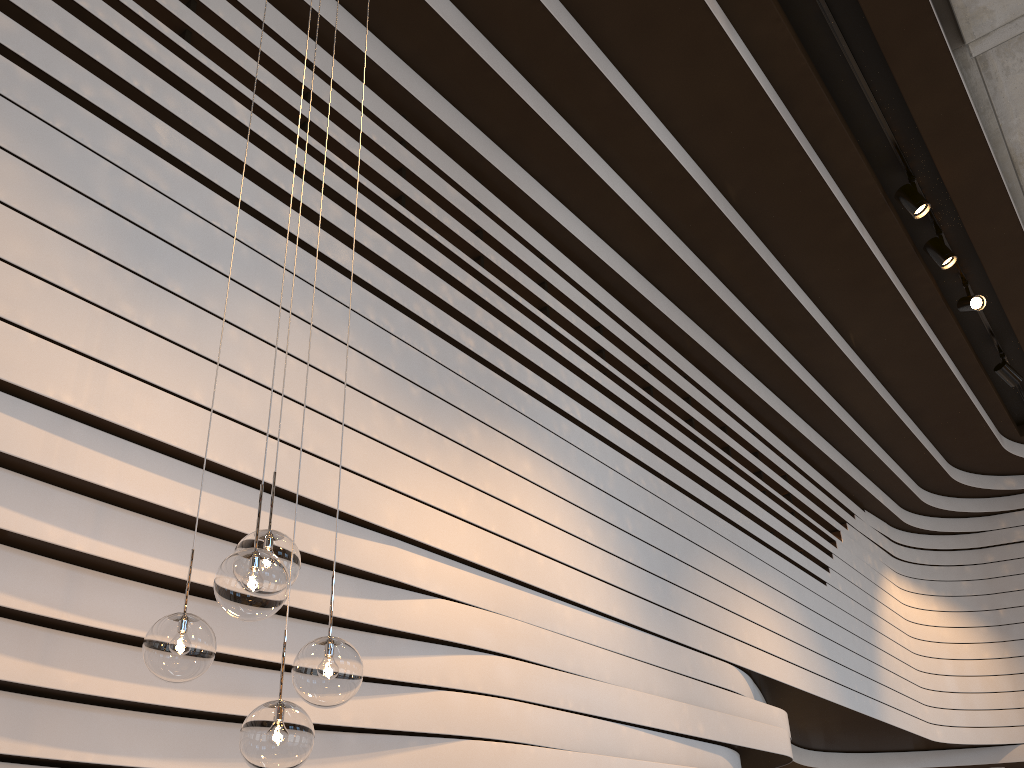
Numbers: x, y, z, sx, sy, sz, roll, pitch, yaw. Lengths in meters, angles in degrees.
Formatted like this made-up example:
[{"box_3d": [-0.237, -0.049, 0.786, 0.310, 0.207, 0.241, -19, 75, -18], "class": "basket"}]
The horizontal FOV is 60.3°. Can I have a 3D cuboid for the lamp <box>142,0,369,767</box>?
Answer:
[{"box_3d": [-0.680, -1.168, 2.931, 0.532, 4.514, 0.347, -2, -26, -1], "class": "lamp"}]
